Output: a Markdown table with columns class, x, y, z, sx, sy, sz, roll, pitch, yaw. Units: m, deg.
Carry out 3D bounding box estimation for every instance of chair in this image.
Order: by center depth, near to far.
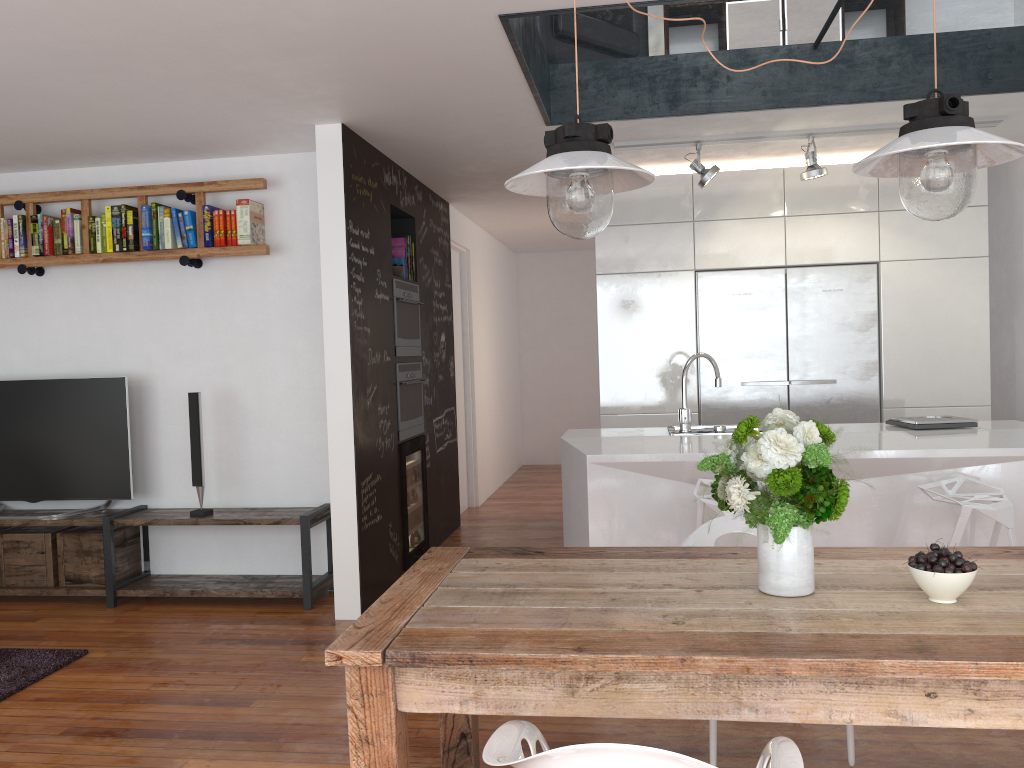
| class | x | y | z | sx | sy | sz | roll | pitch | yaw |
| --- | --- | --- | --- | --- | --- | --- | --- | --- | --- |
| chair | 0.242 | 0.907 | 1.644 | 0.577 | 0.710 | 0.505 | -1 | 2 | 13 |
| chair | 0.827 | 0.841 | 3.000 | 0.577 | 0.710 | 0.505 | -2 | 2 | -2 |
| chair | 1.822 | 0.769 | 3.428 | 0.492 | 0.765 | 0.428 | -3 | 2 | -37 |
| chair | 0.940 | 0.792 | 3.631 | 0.492 | 0.765 | 0.428 | -1 | 2 | 18 |

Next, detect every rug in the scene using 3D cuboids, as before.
| class | x | y | z | sx | sy | sz | roll | pitch | yaw |
| --- | --- | --- | --- | --- | --- | --- | --- | --- | --- |
| rug | -3.141 | 1.334 | 2.688 | 1.895 | 0.019 | 3.193 | -2 | 2 | 8 |

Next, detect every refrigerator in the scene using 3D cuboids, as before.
| class | x | y | z | sx | sy | sz | roll | pitch | yaw |
| --- | --- | --- | --- | --- | --- | --- | --- | --- | --- |
| refrigerator | 1.764 | 0.165 | 5.647 | 1.119 | 1.811 | 0.142 | -2 | 2 | 8 |

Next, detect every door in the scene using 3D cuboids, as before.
| class | x | y | z | sx | sy | sz | roll | pitch | yaw |
| --- | --- | --- | --- | --- | --- | --- | --- | --- | --- |
| door | -0.463 | -0.025 | 7.324 | 0.120 | 2.236 | 0.823 | -2 | 2 | 8 |

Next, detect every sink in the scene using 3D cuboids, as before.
| class | x | y | z | sx | sy | sz | roll | pitch | yaw |
| --- | --- | --- | --- | --- | --- | --- | --- | --- | --- |
| sink | 1.046 | 0.120 | 4.528 | 0.492 | 0.570 | 0.459 | -2 | 2 | 8 |

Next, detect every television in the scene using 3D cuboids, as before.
| class | x | y | z | sx | sy | sz | roll | pitch | yaw |
| --- | --- | --- | --- | --- | --- | --- | --- | --- | --- |
| television | -2.780 | 0.367 | 5.156 | 1.230 | 0.786 | 0.298 | -2 | 2 | 8 |

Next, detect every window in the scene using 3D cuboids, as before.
| class | x | y | z | sx | sy | sz | roll | pitch | yaw |
| --- | --- | --- | --- | --- | --- | --- | --- | --- | --- |
| window | 1.399 | -1.640 | 3.629 | 2.700 | 0.035 | 1.546 | -2 | 2 | 8 |

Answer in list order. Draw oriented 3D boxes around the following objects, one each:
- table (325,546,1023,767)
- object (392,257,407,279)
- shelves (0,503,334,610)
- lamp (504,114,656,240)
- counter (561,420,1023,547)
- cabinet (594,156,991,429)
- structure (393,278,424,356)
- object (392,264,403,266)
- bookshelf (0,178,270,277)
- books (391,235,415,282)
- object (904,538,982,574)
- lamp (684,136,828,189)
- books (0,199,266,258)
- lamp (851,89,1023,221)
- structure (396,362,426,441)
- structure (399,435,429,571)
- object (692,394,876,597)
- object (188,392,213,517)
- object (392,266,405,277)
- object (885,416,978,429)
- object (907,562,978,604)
| class | x | y | z | sx | sy | sz | roll | pitch | yaw |
| --- | --- | --- | --- | --- | --- | --- | --- | --- | --- |
| table | 0.633 | 0.867 | 2.168 | 1.910 | 0.735 | 0.969 | -2 | 2 | 9 |
| object | -0.743 | -0.724 | 5.607 | 0.136 | 0.136 | 0.110 | -2 | 2 | 1 |
| shelves | -2.764 | 0.992 | 5.173 | 3.473 | 0.506 | 0.414 | -2 | 2 | 8 |
| lamp | 0.167 | -0.511 | 2.190 | 0.372 | 0.306 | 0.372 | -2 | 2 | 3 |
| counter | 1.386 | 0.686 | 4.249 | 2.289 | 0.903 | 0.956 | -2 | 2 | 8 |
| cabinet | 1.819 | -0.194 | 6.086 | 2.404 | 2.506 | 0.946 | -2 | 2 | 8 |
| structure | -0.630 | -0.406 | 5.533 | 0.052 | 0.462 | 0.585 | -2 | 2 | 8 |
| object | -0.718 | -0.720 | 5.460 | 0.077 | 0.042 | 0.116 | -1 | 2 | 22 |
| bookshelf | -2.833 | -0.870 | 5.204 | 2.983 | 0.465 | 0.161 | -2 | 2 | 8 |
| books | -0.764 | -0.811 | 5.752 | 0.230 | 0.303 | 0.152 | -2 | 2 | 8 |
| object | 0.979 | 0.403 | 2.019 | 0.159 | 0.095 | 0.141 | -2 | 2 | -6 |
| lamp | 1.630 | -1.244 | 4.917 | 1.324 | 0.254 | 0.154 | -2 | 2 | 9 |
| books | -1.490 | -1.769 | 5.214 | 5.671 | 1.974 | 0.733 | -2 | 2 | -2 |
| lamp | 0.990 | -0.534 | 2.067 | 0.372 | 0.306 | 0.372 | -3 | 2 | -30 |
| structure | -0.613 | 0.096 | 5.551 | 0.052 | 0.462 | 0.585 | -2 | 2 | 8 |
| structure | -0.584 | 0.727 | 5.571 | 0.081 | 0.763 | 0.582 | -2 | 2 | 8 |
| object | 0.640 | 0.260 | 2.168 | 0.432 | 0.476 | 0.371 | -4 | 3 | -40 |
| object | -1.740 | 0.389 | 4.930 | 0.089 | 0.687 | 0.089 | -1 | 2 | 18 |
| object | -0.726 | -0.685 | 5.461 | 0.132 | 0.069 | 0.132 | 0 | 3 | 42 |
| object | 2.046 | 0.185 | 4.340 | 0.298 | 0.036 | 0.325 | -2 | 2 | -2 |
| object | 0.981 | 0.453 | 2.021 | 0.146 | 0.079 | 0.146 | -1 | 2 | 17 |
